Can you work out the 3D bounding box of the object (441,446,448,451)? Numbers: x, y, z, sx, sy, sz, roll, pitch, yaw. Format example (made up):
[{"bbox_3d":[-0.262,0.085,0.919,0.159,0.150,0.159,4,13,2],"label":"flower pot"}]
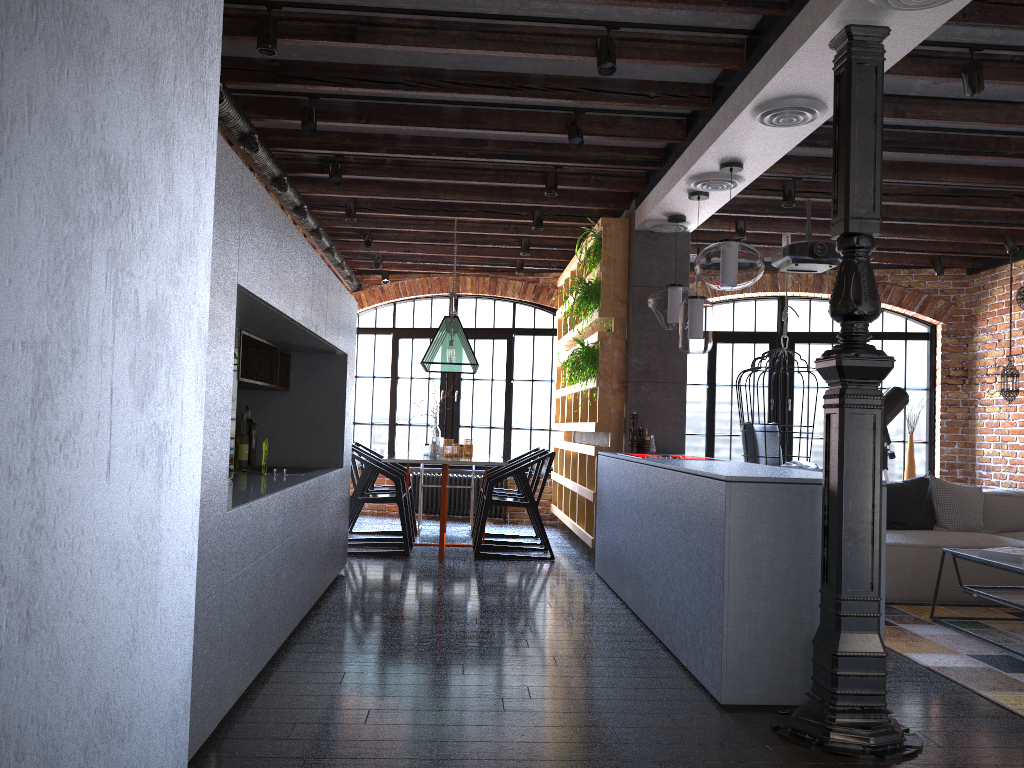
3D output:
[{"bbox_3d":[-0.566,0.559,7.417,0.060,0.073,0.060,1,-3,28],"label":"object"}]

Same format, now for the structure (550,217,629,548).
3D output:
[{"bbox_3d":[0.622,0.051,7.777,0.206,2.381,2.830,2,-3,-3],"label":"structure"}]

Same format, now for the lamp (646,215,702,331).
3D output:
[{"bbox_3d":[1.076,-0.730,5.839,0.367,0.747,0.367,4,-3,-40],"label":"lamp"}]

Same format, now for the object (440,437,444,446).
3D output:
[{"bbox_3d":[-0.612,0.491,7.551,0.060,0.073,0.060,3,-3,-26],"label":"object"}]

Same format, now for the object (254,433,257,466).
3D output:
[{"bbox_3d":[-1.608,0.387,5.499,0.047,0.235,0.047,3,-3,-16],"label":"object"}]

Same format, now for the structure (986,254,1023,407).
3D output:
[{"bbox_3d":[4.125,-0.525,7.337,0.389,1.436,0.338,2,-2,-3],"label":"structure"}]

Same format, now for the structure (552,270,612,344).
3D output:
[{"bbox_3d":[0.566,-0.578,6.570,0.570,0.620,0.422,4,-3,-34],"label":"structure"}]

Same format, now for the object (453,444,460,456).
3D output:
[{"bbox_3d":[-0.464,0.548,7.388,0.061,0.099,0.061,0,-3,34],"label":"object"}]

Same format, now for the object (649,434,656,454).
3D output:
[{"bbox_3d":[0.962,0.414,6.134,0.069,0.135,0.069,3,-3,-23],"label":"object"}]

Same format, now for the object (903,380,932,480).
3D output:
[{"bbox_3d":[3.871,0.486,8.478,0.270,1.053,0.299,1,-3,17],"label":"object"}]

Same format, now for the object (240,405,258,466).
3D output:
[{"bbox_3d":[-1.604,0.316,5.420,0.095,0.369,0.109,2,-2,-3],"label":"object"}]

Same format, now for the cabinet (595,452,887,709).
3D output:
[{"bbox_3d":[0.982,0.836,4.723,0.607,0.844,2.961,2,-3,-3],"label":"cabinet"}]

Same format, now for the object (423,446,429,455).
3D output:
[{"bbox_3d":[-0.710,0.552,7.359,0.060,0.073,0.060,1,-3,28],"label":"object"}]

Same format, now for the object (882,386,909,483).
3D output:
[{"bbox_3d":[3.197,0.742,7.839,0.570,1.471,0.616,1,-3,23],"label":"object"}]

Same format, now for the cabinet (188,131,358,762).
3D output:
[{"bbox_3d":[-1.309,0.238,3.901,0.713,1.808,4.175,2,-3,-3],"label":"cabinet"}]

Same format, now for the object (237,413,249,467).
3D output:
[{"bbox_3d":[-1.603,0.333,5.289,0.063,0.323,0.063,0,-3,44],"label":"object"}]

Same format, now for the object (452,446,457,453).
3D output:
[{"bbox_3d":[-0.493,0.573,7.647,0.060,0.073,0.060,1,-3,28],"label":"object"}]

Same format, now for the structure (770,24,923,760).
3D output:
[{"bbox_3d":[4.863,0.179,4.582,8.515,2.393,0.481,3,-3,-23],"label":"structure"}]

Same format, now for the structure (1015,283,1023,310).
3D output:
[{"bbox_3d":[4.091,-0.880,6.937,0.265,0.779,0.273,0,-3,36],"label":"structure"}]

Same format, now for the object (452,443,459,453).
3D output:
[{"bbox_3d":[-0.478,0.552,7.471,0.061,0.099,0.061,2,-2,3],"label":"object"}]

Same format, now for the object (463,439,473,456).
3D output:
[{"bbox_3d":[-0.369,0.537,7.501,0.086,0.139,0.086,2,-3,-14],"label":"object"}]

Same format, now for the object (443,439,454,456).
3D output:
[{"bbox_3d":[-0.521,0.519,7.241,0.086,0.139,0.086,3,-3,-31],"label":"object"}]

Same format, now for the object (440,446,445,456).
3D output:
[{"bbox_3d":[-0.585,0.556,7.355,0.060,0.073,0.060,1,-3,28],"label":"object"}]

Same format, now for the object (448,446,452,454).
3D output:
[{"bbox_3d":[-0.545,0.568,7.579,0.060,0.073,0.060,4,-3,-41],"label":"object"}]

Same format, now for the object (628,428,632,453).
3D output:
[{"bbox_3d":[0.830,0.387,6.141,0.048,0.179,0.048,4,-3,-43],"label":"object"}]

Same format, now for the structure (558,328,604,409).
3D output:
[{"bbox_3d":[0.590,-0.097,6.586,0.422,0.620,0.571,1,-3,16],"label":"structure"}]

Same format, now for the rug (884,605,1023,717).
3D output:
[{"bbox_3d":[2.507,1.270,4.103,1.432,0.013,2.365,2,-3,-3],"label":"rug"}]

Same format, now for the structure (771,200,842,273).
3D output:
[{"bbox_3d":[2.085,-1.210,6.245,0.409,0.816,0.464,2,-2,-3],"label":"structure"}]

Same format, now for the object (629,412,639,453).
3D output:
[{"bbox_3d":[0.837,0.333,6.071,0.061,0.282,0.061,1,-2,11],"label":"object"}]

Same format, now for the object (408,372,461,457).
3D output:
[{"bbox_3d":[-0.593,0.224,7.083,0.443,0.708,0.194,1,-2,12],"label":"object"}]

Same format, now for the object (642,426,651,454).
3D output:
[{"bbox_3d":[0.929,0.382,6.085,0.058,0.192,0.081,0,-3,38],"label":"object"}]

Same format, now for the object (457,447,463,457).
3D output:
[{"bbox_3d":[-0.428,0.554,7.278,0.049,0.080,0.049,3,-3,-20],"label":"object"}]

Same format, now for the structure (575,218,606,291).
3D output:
[{"bbox_3d":[0.745,-0.937,6.611,0.570,0.620,0.422,3,-3,-14],"label":"structure"}]

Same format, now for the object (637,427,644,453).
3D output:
[{"bbox_3d":[0.892,0.390,6.159,0.048,0.179,0.048,3,-3,-20],"label":"object"}]

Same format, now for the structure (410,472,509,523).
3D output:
[{"bbox_3d":[-0.561,1.194,9.360,1.115,0.476,0.106,1,-2,14],"label":"structure"}]

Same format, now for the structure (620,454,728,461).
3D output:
[{"bbox_3d":[0.952,0.452,5.339,0.504,0.057,0.764,2,-3,-3],"label":"structure"}]
